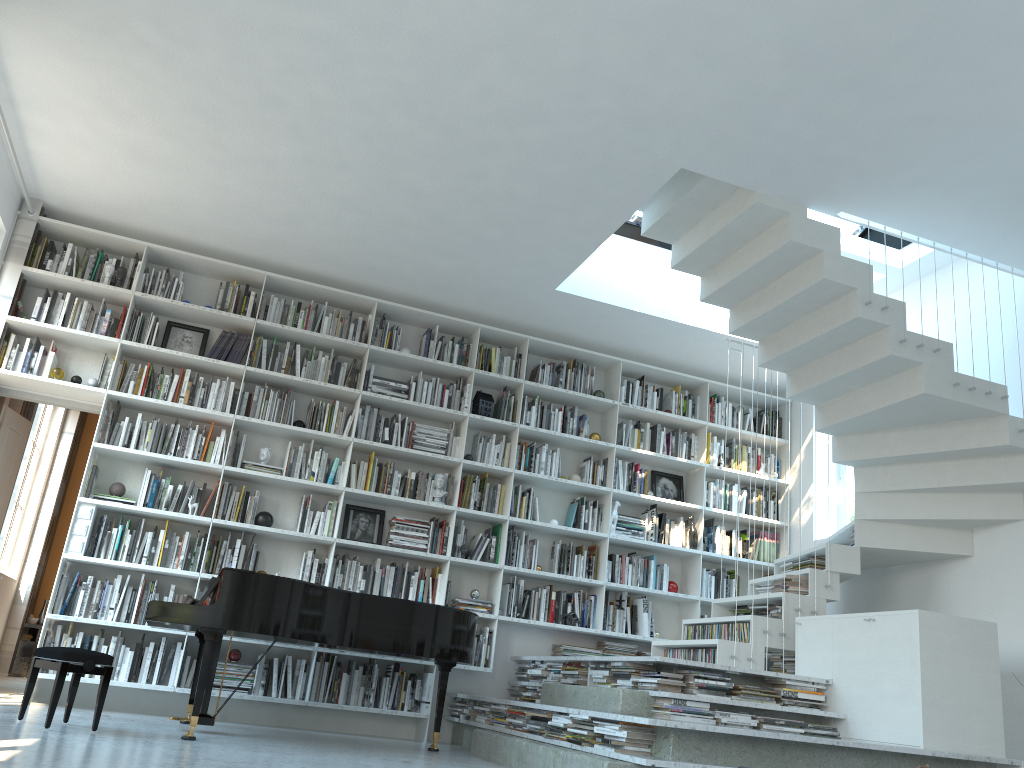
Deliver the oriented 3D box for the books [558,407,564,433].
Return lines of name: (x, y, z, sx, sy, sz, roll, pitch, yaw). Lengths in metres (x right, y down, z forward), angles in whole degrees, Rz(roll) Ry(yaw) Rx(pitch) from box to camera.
books: (0.377, 0.331, 7.287, 0.012, 0.263, 0.157, 13, -20, -17)

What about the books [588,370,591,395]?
books: (0.617, 0.021, 7.458, 0.008, 0.277, 0.181, 13, -20, -17)

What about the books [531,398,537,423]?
books: (0.154, 0.272, 7.222, 0.011, 0.282, 0.173, 13, -20, -17)

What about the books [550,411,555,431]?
books: (0.303, 0.341, 7.268, 0.025, 0.215, 0.144, 13, -20, -17)

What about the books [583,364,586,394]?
books: (0.582, 0.005, 7.488, 0.008, 0.320, 0.134, 13, -20, -17)

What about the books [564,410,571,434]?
books: (0.427, 0.353, 7.293, 0.030, 0.237, 0.186, 13, -20, -17)

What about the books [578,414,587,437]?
books: (0.548, 0.379, 7.325, 0.054, 0.234, 0.172, 13, -20, -17)

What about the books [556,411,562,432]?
books: (0.354, 0.347, 7.256, 0.021, 0.208, 0.181, 13, -20, -17)

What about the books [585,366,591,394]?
books: (0.606, 0.012, 7.464, 0.013, 0.296, 0.189, 13, -20, -17)

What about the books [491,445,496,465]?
books: (-0.178, 0.589, 6.988, 0.024, 0.194, 0.173, 13, -20, -17)

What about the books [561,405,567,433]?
books: (0.403, 0.331, 7.311, 0.012, 0.284, 0.160, 13, -20, -17)

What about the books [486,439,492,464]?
books: (-0.210, 0.566, 6.995, 0.023, 0.235, 0.179, 13, -20, -17)

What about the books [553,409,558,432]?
books: (0.330, 0.333, 7.267, 0.023, 0.236, 0.149, 13, -20, -17)

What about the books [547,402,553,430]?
books: (0.288, 0.306, 7.274, 0.013, 0.283, 0.155, 13, -20, -17)

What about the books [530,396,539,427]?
books: (0.169, 0.262, 7.224, 0.014, 0.305, 0.153, 13, -20, -17)

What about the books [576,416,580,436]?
books: (0.504, 0.384, 7.320, 0.030, 0.212, 0.157, 13, -20, -17)

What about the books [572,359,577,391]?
books: (0.487, -0.030, 7.433, 0.007, 0.328, 0.184, 13, -20, -17)

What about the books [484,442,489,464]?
books: (-0.228, 0.578, 6.990, 0.023, 0.206, 0.171, 13, -20, -17)

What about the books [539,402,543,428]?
books: (0.210, 0.294, 7.254, 0.013, 0.275, 0.133, 13, -20, -17)

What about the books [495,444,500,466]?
books: (-0.141, 0.591, 7.006, 0.029, 0.210, 0.158, 13, -20, -17)

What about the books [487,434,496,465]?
books: (-0.185, 0.545, 6.986, 0.028, 0.274, 0.187, 13, -20, -17)

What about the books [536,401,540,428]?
books: (0.178, 0.282, 7.221, 0.010, 0.267, 0.166, 13, -20, -17)

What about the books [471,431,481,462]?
books: (-0.295, 0.527, 6.986, 0.019, 0.284, 0.160, 13, -20, -17)

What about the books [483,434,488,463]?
books: (-0.235, 0.543, 6.999, 0.019, 0.274, 0.146, 13, -20, -17)

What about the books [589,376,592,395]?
books: (0.621, 0.058, 7.464, 0.018, 0.213, 0.158, 13, -20, -17)

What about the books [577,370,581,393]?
books: (0.534, 0.020, 7.443, 0.024, 0.251, 0.150, 13, -20, -17)

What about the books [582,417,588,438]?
books: (0.565, 0.396, 7.337, 0.048, 0.216, 0.183, 13, -20, -17)

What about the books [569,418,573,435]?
books: (0.449, 0.386, 7.296, 0.027, 0.181, 0.176, 13, -20, -17)

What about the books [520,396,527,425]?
books: (0.076, 0.251, 7.190, 0.012, 0.284, 0.160, 13, -20, -17)

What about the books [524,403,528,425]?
books: (0.090, 0.281, 7.203, 0.012, 0.239, 0.139, 13, -20, -17)

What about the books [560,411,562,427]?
books: (0.365, 0.348, 7.275, 0.011, 0.221, 0.159, 13, -20, -17)

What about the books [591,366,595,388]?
books: (0.653, 0.018, 7.479, 0.006, 0.305, 0.164, 13, -20, -17)

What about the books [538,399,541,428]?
books: (0.198, 0.279, 7.246, 0.021, 0.295, 0.139, 13, -20, -17)

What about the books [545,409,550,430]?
books: (0.265, 0.331, 7.262, 0.028, 0.222, 0.142, 13, -20, -17)

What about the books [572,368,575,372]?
books: (0.476, 0.006, 7.419, 0.008, 0.250, 0.170, 13, -20, -17)

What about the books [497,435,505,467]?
books: (-0.106, 0.562, 7.038, 0.028, 0.292, 0.155, 13, -20, -17)

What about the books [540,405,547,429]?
books: (0.235, 0.308, 7.233, 0.027, 0.240, 0.160, 13, -20, -17)

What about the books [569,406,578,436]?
books: (0.485, 0.340, 7.309, 0.029, 0.284, 0.184, 13, -20, -17)

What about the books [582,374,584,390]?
books: (0.560, 0.022, 7.450, 0.014, 0.257, 0.150, 13, -20, -17)

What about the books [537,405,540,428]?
books: (0.184, 0.303, 7.227, 0.012, 0.235, 0.166, 13, -20, -17)

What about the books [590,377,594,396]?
books: (0.638, 0.061, 7.460, 0.014, 0.208, 0.188, 13, -20, -17)

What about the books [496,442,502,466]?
books: (-0.125, 0.586, 7.021, 0.024, 0.233, 0.150, 13, -20, -17)

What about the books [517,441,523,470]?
books: (0.038, 0.605, 7.090, 0.014, 0.277, 0.154, 13, -20, -17)

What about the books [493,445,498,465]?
books: (-0.161, 0.593, 6.997, 0.027, 0.196, 0.185, 13, -20, -17)

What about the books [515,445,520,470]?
books: (0.014, 0.618, 7.082, 0.030, 0.241, 0.138, 13, -20, -17)

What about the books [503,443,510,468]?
books: (-0.073, 0.594, 7.020, 0.028, 0.229, 0.177, 13, -20, -17)

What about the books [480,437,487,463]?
books: (-0.249, 0.552, 6.989, 0.028, 0.249, 0.165, 13, -20, -17)

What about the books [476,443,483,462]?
books: (-0.282, 0.570, 6.955, 0.028, 0.185, 0.182, 13, -20, -17)

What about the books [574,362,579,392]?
books: (0.501, -0.018, 7.416, 0.015, 0.298, 0.183, 13, -20, -17)

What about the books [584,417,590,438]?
books: (0.594, 0.402, 7.366, 0.026, 0.228, 0.141, 13, -20, -17)

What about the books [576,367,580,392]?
books: (0.520, 0.006, 7.442, 0.008, 0.274, 0.163, 13, -20, -17)

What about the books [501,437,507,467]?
books: (-0.092, 0.573, 7.038, 0.025, 0.276, 0.173, 13, -20, -17)

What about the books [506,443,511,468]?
books: (-0.060, 0.598, 7.041, 0.026, 0.237, 0.173, 13, -20, -17)

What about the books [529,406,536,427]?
books: (0.138, 0.299, 7.189, 0.026, 0.207, 0.181, 13, -20, -17)

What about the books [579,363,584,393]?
books: (0.555, -0.004, 7.449, 0.008, 0.306, 0.183, 13, -20, -17)

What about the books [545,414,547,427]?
books: (0.246, 0.330, 7.251, 0.014, 0.214, 0.132, 13, -20, -17)

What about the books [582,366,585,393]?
books: (0.574, 0.008, 7.465, 0.019, 0.298, 0.137, 13, -20, -17)

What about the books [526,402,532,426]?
books: (0.109, 0.282, 7.204, 0.026, 0.242, 0.148, 13, -20, -17)

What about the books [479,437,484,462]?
books: (-0.268, 0.553, 6.988, 0.024, 0.241, 0.159, 13, -20, -17)
